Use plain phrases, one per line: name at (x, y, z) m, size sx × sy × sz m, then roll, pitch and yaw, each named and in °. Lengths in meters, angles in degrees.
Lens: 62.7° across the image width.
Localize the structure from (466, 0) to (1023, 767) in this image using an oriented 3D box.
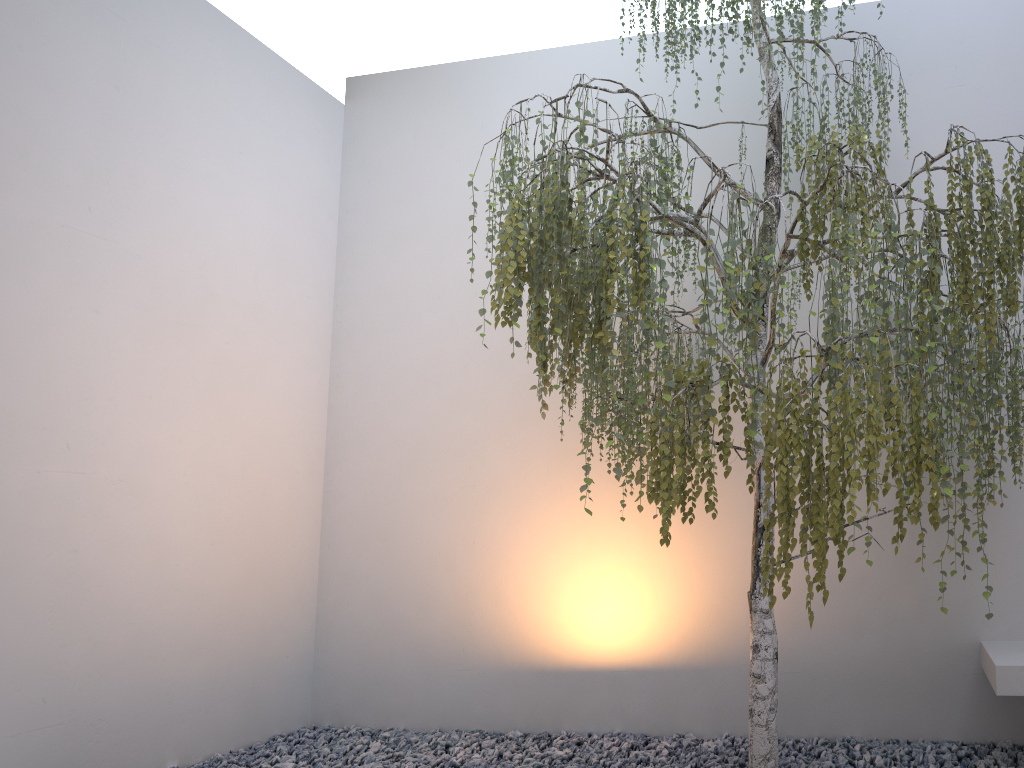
structure at (0.887, -0.542, 3.093) m, size 2.298 × 3.958 × 1.885 m, roll -2°, pitch -8°, yaw 13°
